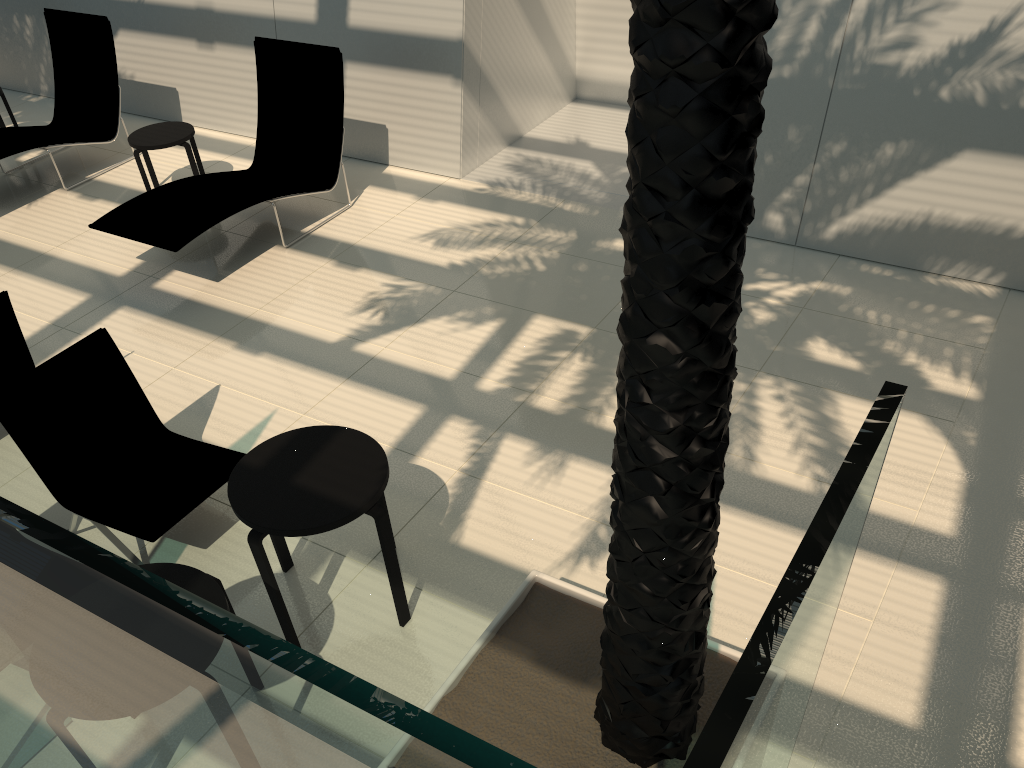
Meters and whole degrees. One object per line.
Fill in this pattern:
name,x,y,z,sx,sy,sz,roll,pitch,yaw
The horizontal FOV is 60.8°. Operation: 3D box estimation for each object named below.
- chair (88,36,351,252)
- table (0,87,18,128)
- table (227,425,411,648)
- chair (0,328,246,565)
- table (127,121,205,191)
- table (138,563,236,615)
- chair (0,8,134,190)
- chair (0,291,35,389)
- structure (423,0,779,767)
chair,-2.188,-1.682,6.667,0.902,1.257,1.906,20,46,27
table,-5.245,-2.609,8.666,0.550,0.562,0.509,-13,41,-10
table,-0.842,0.705,3.975,0.678,0.848,0.622,-10,40,-6
chair,-1.871,0.367,4.395,0.868,0.965,0.669,19,45,25
table,-2.968,-1.916,7.590,0.550,0.562,0.509,-13,41,-10
table,-1.346,1.211,3.414,0.678,0.848,0.622,-10,40,-6
chair,-4.465,-2.375,7.743,0.902,1.257,1.906,20,46,27
chair,-3.321,-0.084,5.092,0.868,0.965,0.669,19,45,25
structure,0.248,-1.157,0.789,4.812,7.613,4.075,4,41,10
